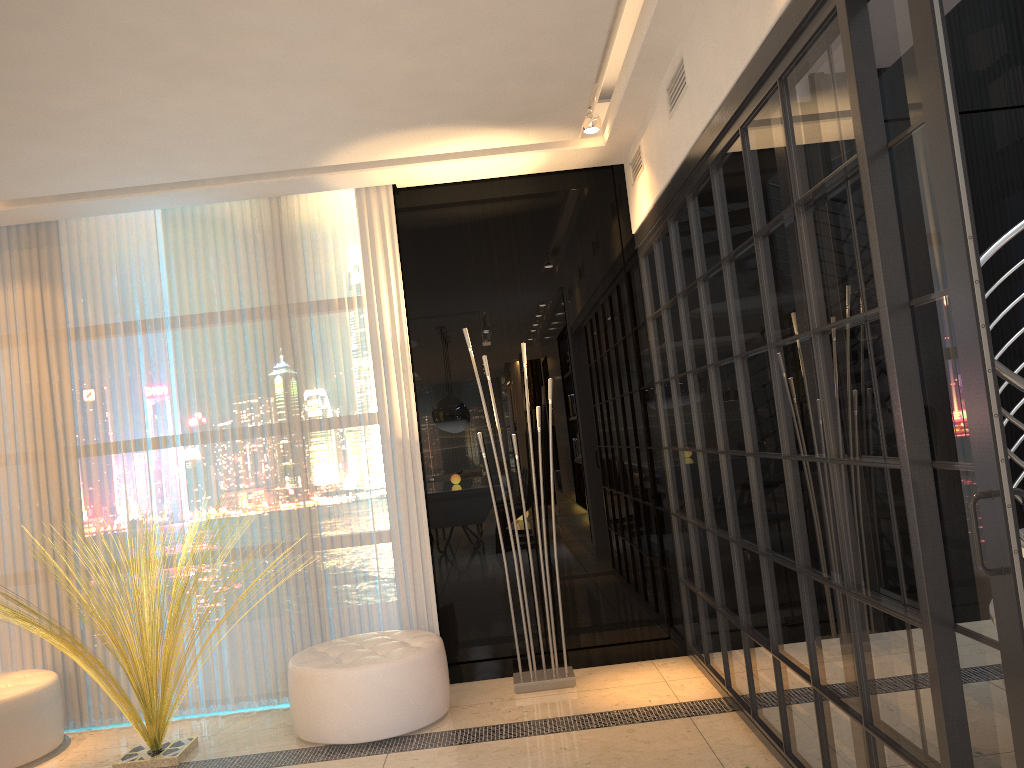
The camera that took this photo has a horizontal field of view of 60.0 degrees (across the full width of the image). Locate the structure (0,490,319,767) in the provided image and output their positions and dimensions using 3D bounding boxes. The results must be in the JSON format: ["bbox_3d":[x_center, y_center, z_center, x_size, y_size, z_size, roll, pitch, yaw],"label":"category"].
[{"bbox_3d":[-1.641,1.087,3.814,1.275,1.142,1.282,-3,-5,-45],"label":"structure"}]

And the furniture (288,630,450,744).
[{"bbox_3d":[-0.662,1.388,4.130,0.735,0.357,0.735,-5,-4,-29],"label":"furniture"}]

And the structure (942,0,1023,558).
[{"bbox_3d":[2.143,-0.884,3.241,1.964,4.134,3.425,-6,-3,-1],"label":"structure"}]

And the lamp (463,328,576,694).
[{"bbox_3d":[0.062,0.596,4.431,0.418,1.801,0.200,-6,-3,-1],"label":"lamp"}]

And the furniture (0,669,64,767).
[{"bbox_3d":[-2.525,1.603,4.182,0.735,0.357,0.735,-7,-3,1],"label":"furniture"}]

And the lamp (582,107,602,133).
[{"bbox_3d":[0.381,-1.285,4.311,0.107,0.127,0.107,-5,-3,-20],"label":"lamp"}]
